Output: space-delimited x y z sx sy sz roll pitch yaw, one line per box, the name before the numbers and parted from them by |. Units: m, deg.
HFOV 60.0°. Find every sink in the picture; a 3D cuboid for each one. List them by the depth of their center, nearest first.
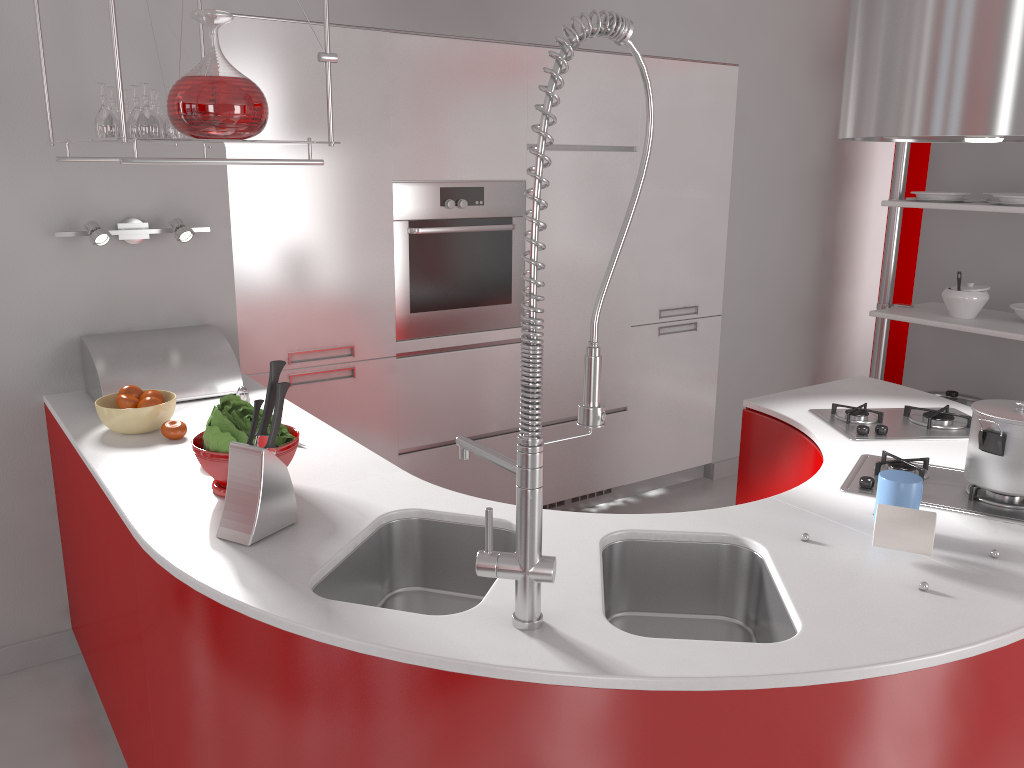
sink | 0.315 0.447 1.591 0.326 0.172 0.428 2 14 4
sink | -0.163 0.421 1.675 0.326 0.172 0.428 5 15 16

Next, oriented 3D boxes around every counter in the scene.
counter | -0.002 0.616 2.272 2.865 0.880 1.868 0 14 -1

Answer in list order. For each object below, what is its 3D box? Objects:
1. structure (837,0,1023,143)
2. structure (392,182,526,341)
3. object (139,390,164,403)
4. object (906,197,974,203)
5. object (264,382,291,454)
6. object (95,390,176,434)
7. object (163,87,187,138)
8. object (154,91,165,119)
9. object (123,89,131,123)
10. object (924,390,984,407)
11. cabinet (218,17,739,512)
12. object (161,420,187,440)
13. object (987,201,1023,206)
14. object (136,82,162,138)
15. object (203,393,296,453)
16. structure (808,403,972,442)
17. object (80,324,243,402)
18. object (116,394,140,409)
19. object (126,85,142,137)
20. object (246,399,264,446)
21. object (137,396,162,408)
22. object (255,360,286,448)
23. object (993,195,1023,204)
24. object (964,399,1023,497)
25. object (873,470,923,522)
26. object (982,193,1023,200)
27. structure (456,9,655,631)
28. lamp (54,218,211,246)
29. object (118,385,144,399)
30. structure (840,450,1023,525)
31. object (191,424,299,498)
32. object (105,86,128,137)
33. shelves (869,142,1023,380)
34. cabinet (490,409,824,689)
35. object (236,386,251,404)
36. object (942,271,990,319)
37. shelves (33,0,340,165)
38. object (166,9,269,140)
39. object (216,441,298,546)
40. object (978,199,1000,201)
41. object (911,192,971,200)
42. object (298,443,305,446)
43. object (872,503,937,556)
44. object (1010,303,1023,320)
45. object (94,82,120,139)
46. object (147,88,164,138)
structure | 1.106 -1.028 1.954 0.644 0.958 0.644 6 15 21
structure | -0.185 -0.486 3.461 0.599 0.589 0.050 -9 17 -34
object | -0.985 0.042 2.422 0.062 0.049 0.066 -10 18 -37
object | 1.926 -0.828 3.997 0.280 0.015 0.280 1 14 2
object | -0.467 0.141 1.718 0.012 0.279 0.130 7 16 25
object | -1.007 0.082 2.386 0.201 0.086 0.201 -9 17 -33
object | -0.893 -0.709 2.340 0.060 0.141 0.060 -9 17 -34
object | -0.991 -0.747 2.489 0.060 0.141 0.060 -9 17 -34
object | -1.055 -0.734 2.433 0.060 0.141 0.060 -9 17 -34
object | 2.060 0.105 4.232 0.407 0.130 0.308 -7 16 -26
cabinet | -0.120 -0.393 3.928 2.398 2.026 0.614 -9 17 -34
object | -0.882 0.121 2.313 0.063 0.047 0.065 -9 17 -34
object | 2.131 -0.747 3.686 0.280 0.015 0.280 -1 14 -5
object | -0.911 -0.678 2.216 0.060 0.141 0.060 -9 17 -34
object | -0.579 0.123 1.946 0.193 0.182 0.198 -7 16 -28
structure | 1.115 0.096 2.507 0.457 0.037 0.303 -1 14 -5
object | -1.082 -0.060 2.743 0.400 0.170 0.300 -9 17 -34
object | -1.027 0.052 2.377 0.065 0.052 0.062 12 18 38
object | -0.968 -0.698 2.294 0.060 0.141 0.060 -9 17 -34
object | -0.515 0.132 1.742 0.009 0.197 0.091 7 16 25
object | -0.964 0.057 2.360 0.062 0.049 0.066 -6 16 -26
object | -0.487 0.120 1.734 0.014 0.322 0.150 7 16 25
object | 2.131 -0.761 3.683 0.244 0.042 0.244 12 18 38
object | 1.090 0.129 1.922 0.189 0.185 0.218 5 15 17
object | 0.769 0.227 1.765 0.080 0.100 0.109 8 16 27
object | 2.229 -0.827 3.949 0.244 0.042 0.244 -12 19 -41
structure | 0.047 -0.081 1.358 0.308 0.920 0.178 3 14 8
lamp | -1.140 -0.462 2.705 0.454 0.081 0.155 -9 17 -34
object | -1.045 0.034 2.432 0.055 0.058 0.066 12 18 39
structure | 1.005 0.222 2.000 0.457 0.037 0.303 9 16 29
object | -0.586 0.173 1.967 0.229 0.118 0.228 8 16 26
object | -1.049 -0.711 2.341 0.060 0.141 0.060 9 17 31
shelves | 2.329 -0.593 3.652 0.535 2.599 1.735 -9 17 -34
cabinet | -0.120 0.524 2.502 1.875 0.761 1.025 3 14 10
object | -0.789 0.039 2.598 0.042 0.066 0.043 -5 15 -21
object | 2.046 -0.406 4.001 0.192 0.214 0.192 13 19 40
shelves | -0.823 -1.044 2.077 0.462 1.023 0.934 -9 17 -34
object | -0.646 -0.669 1.937 0.213 0.266 0.213 -1 14 -6
object | -0.502 0.200 1.730 0.091 0.178 0.137 8 16 27
object | 2.229 -0.813 3.952 0.280 0.015 0.280 1 14 2
object | 1.926 -0.841 3.994 0.244 0.042 0.244 12 18 38
object | -0.671 0.127 2.350 0.375 0.008 0.041 9 17 31
object | 0.729 0.265 1.647 0.100 0.080 0.109 7 16 24
object | 2.326 -0.299 3.877 0.272 0.072 0.272 5 15 19
object | -1.022 -0.682 2.229 0.060 0.141 0.060 9 17 31
object | -0.968 -0.726 2.404 0.060 0.141 0.060 -9 17 -34
